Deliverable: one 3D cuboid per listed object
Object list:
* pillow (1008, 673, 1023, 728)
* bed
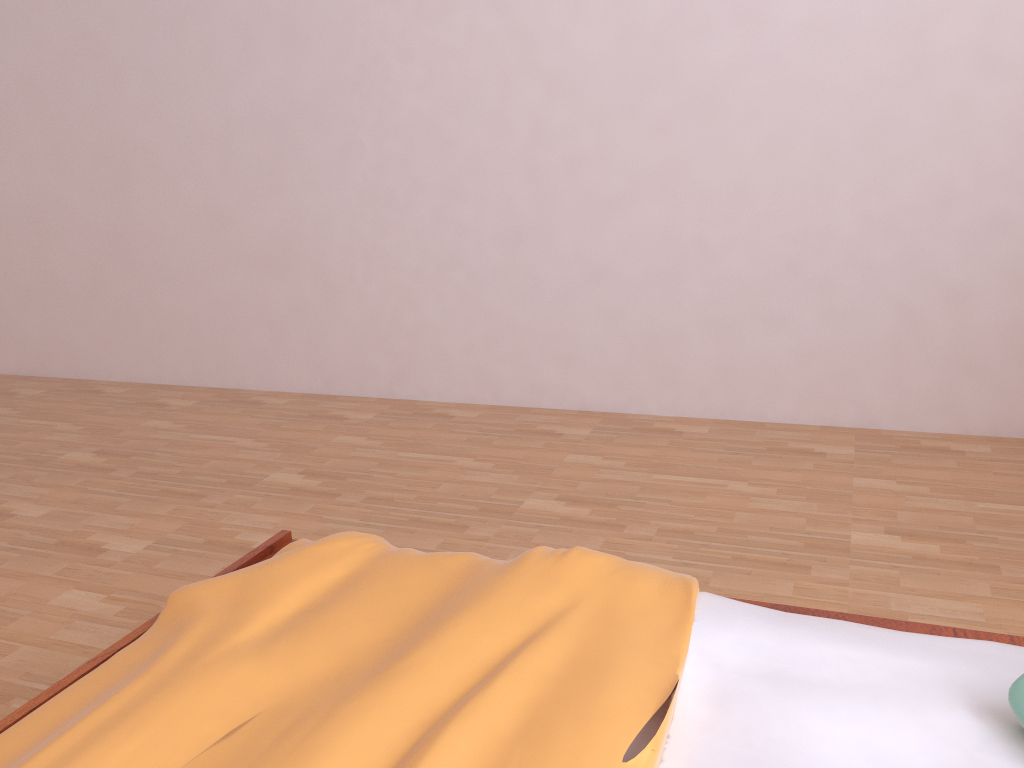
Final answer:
[{"bbox_3d":[0.671,0.341,0.693,0.334,0.164,0.425,-3,15,-2],"label":"pillow"},{"bbox_3d":[0.249,0.512,0.460,1.990,0.560,1.632,3,16,21],"label":"bed"}]
